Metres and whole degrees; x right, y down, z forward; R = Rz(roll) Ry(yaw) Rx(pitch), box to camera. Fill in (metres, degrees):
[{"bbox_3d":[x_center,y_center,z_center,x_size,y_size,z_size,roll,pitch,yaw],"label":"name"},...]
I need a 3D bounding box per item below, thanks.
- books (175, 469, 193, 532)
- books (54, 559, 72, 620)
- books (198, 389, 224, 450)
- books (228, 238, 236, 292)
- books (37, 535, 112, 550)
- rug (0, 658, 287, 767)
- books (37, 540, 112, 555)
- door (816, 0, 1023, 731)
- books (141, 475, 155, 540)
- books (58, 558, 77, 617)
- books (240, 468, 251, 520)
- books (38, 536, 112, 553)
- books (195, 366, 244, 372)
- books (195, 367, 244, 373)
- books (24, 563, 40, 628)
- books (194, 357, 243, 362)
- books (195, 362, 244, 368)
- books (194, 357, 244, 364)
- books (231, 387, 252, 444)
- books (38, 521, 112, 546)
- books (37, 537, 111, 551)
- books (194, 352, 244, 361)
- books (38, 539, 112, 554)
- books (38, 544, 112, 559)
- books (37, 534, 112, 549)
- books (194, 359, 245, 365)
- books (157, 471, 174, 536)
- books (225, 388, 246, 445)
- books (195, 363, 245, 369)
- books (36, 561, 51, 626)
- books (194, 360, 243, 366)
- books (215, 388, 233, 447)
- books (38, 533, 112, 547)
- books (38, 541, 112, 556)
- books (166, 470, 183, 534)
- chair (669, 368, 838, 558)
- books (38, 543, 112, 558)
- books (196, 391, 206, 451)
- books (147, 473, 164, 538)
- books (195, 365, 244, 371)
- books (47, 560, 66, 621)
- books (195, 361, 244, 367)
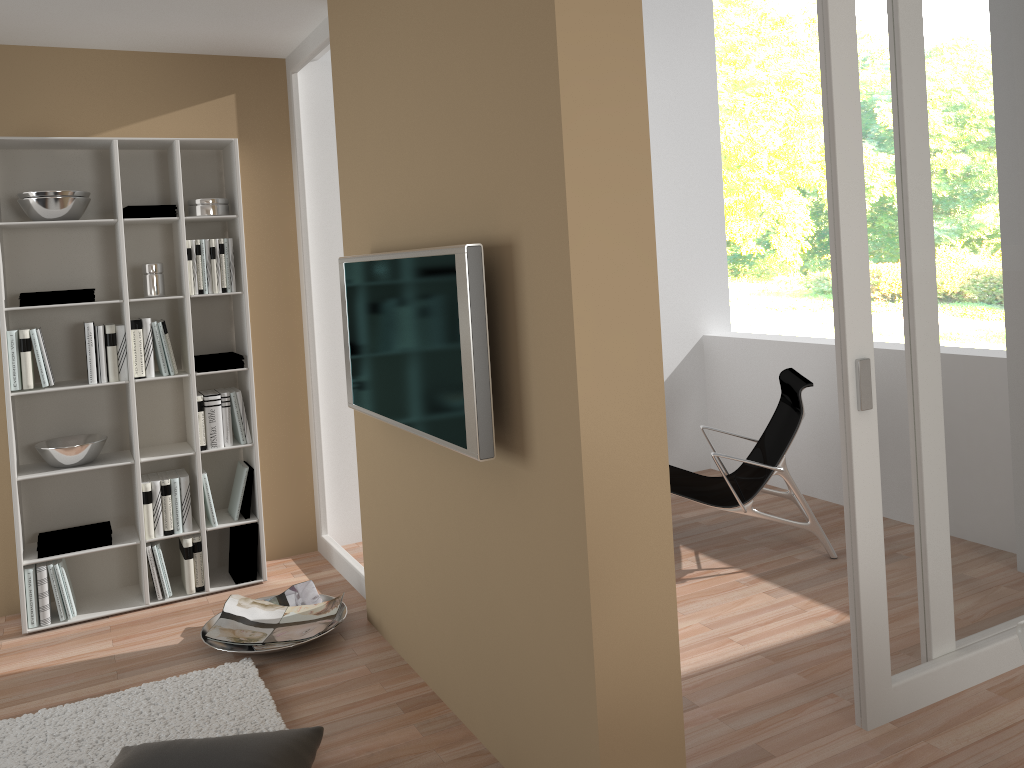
[{"bbox_3d":[-1.566,0.552,4.203,0.040,0.257,0.208,-4,4,-27],"label":"books"},{"bbox_3d":[-2.017,0.904,3.956,0.058,0.257,0.208,-4,4,-27],"label":"books"},{"bbox_3d":[-1.456,0.169,4.261,0.076,0.257,0.208,-4,4,-26],"label":"books"},{"bbox_3d":[-1.387,-0.579,4.309,0.020,0.257,0.208,-4,4,-27],"label":"books"},{"bbox_3d":[-1.991,0.694,4.007,0.299,0.008,0.211,-8,9,-27],"label":"books"},{"bbox_3d":[-1.163,1.247,2.156,1.456,0.045,2.033,-8,9,-27],"label":"rug"},{"bbox_3d":[-1.990,0.717,4.003,0.299,0.006,0.211,-8,9,-29],"label":"books"},{"bbox_3d":[1.517,-0.332,2.928,1.192,2.639,0.060,-5,2,-27],"label":"door"},{"bbox_3d":[-1.712,0.573,4.121,0.040,0.257,0.208,-4,4,-27],"label":"books"},{"bbox_3d":[-2.010,0.899,3.978,0.058,0.257,0.208,-4,4,-27],"label":"books"},{"bbox_3d":[-1.326,0.525,4.356,0.043,0.237,0.211,-4,4,-26],"label":"books"},{"bbox_3d":[-1.988,0.706,4.005,0.299,0.006,0.211,-8,9,-27],"label":"books"},{"bbox_3d":[-1.450,-0.087,4.319,0.211,0.006,0.298,-8,9,-27],"label":"books"},{"bbox_3d":[-1.451,-0.081,4.319,0.211,0.007,0.298,-8,9,-27],"label":"books"},{"bbox_3d":[-2.130,0.918,3.907,0.040,0.257,0.208,-4,4,-27],"label":"books"},{"bbox_3d":[-1.452,-0.130,4.315,0.211,0.007,0.298,-8,9,-27],"label":"books"},{"bbox_3d":[-1.451,-0.103,4.317,0.211,0.006,0.298,-8,9,-27],"label":"books"},{"bbox_3d":[-1.449,-0.125,4.319,0.211,0.008,0.298,-8,9,-27],"label":"books"},{"bbox_3d":[-1.337,0.152,4.332,0.060,0.259,0.208,-4,4,-27],"label":"books"},{"bbox_3d":[-1.987,0.678,4.006,0.299,0.006,0.211,-8,9,-27],"label":"books"},{"bbox_3d":[-1.989,0.700,4.002,0.298,0.006,0.211,-7,9,-26],"label":"books"},{"bbox_3d":[-1.451,-0.135,4.314,0.211,0.006,0.298,-8,9,-27],"label":"books"},{"bbox_3d":[-1.988,0.711,4.005,0.299,0.006,0.211,-8,9,-27],"label":"books"},{"bbox_3d":[-1.988,0.733,4.003,0.299,0.007,0.211,-8,9,-27],"label":"books"},{"bbox_3d":[-1.991,0.689,4.007,0.299,0.008,0.211,-8,9,-27],"label":"books"},{"bbox_3d":[-1.449,-0.120,4.319,0.211,0.008,0.298,-8,9,-27],"label":"books"},{"bbox_3d":[-1.640,0.562,4.163,0.040,0.257,0.208,-4,4,-27],"label":"books"},{"bbox_3d":[-1.360,0.155,4.321,0.060,0.259,0.208,-4,4,-26],"label":"books"},{"bbox_3d":[-1.452,-0.098,4.321,0.211,0.006,0.298,-8,9,-28],"label":"books"},{"bbox_3d":[-2.086,0.913,3.923,0.040,0.257,0.208,-4,4,-27],"label":"books"},{"bbox_3d":[-1.453,-0.114,4.318,0.211,0.006,0.299,-7,9,-25],"label":"books"},{"bbox_3d":[-1.408,0.161,4.301,0.040,0.257,0.208,-4,4,-27],"label":"books"},{"bbox_3d":[-1.987,0.684,4.004,0.299,0.007,0.211,-8,9,-27],"label":"books"},{"bbox_3d":[-1.988,0.722,4.004,0.299,0.006,0.211,-8,9,-27],"label":"books"},{"bbox_3d":[-1.604,0.557,4.183,0.040,0.257,0.208,-4,4,-27],"label":"books"},{"bbox_3d":[0.830,0.392,4.483,1.431,0.822,0.698,-3,4,8],"label":"chair"},{"bbox_3d":[-1.988,0.728,4.005,0.299,0.006,0.211,-8,9,-27],"label":"books"},{"bbox_3d":[-1.513,0.176,4.236,0.040,0.257,0.208,-4,4,-27],"label":"books"},{"bbox_3d":[-1.678,0.567,4.146,0.040,0.257,0.208,-4,4,-27],"label":"books"},{"bbox_3d":[-1.450,-0.092,4.319,0.211,0.006,0.298,-8,9,-27],"label":"books"},{"bbox_3d":[-2.043,0.905,3.948,0.060,0.259,0.208,-4,4,-27],"label":"books"},{"bbox_3d":[-1.451,-0.108,4.317,0.211,0.006,0.298,-8,9,-27],"label":"books"}]
